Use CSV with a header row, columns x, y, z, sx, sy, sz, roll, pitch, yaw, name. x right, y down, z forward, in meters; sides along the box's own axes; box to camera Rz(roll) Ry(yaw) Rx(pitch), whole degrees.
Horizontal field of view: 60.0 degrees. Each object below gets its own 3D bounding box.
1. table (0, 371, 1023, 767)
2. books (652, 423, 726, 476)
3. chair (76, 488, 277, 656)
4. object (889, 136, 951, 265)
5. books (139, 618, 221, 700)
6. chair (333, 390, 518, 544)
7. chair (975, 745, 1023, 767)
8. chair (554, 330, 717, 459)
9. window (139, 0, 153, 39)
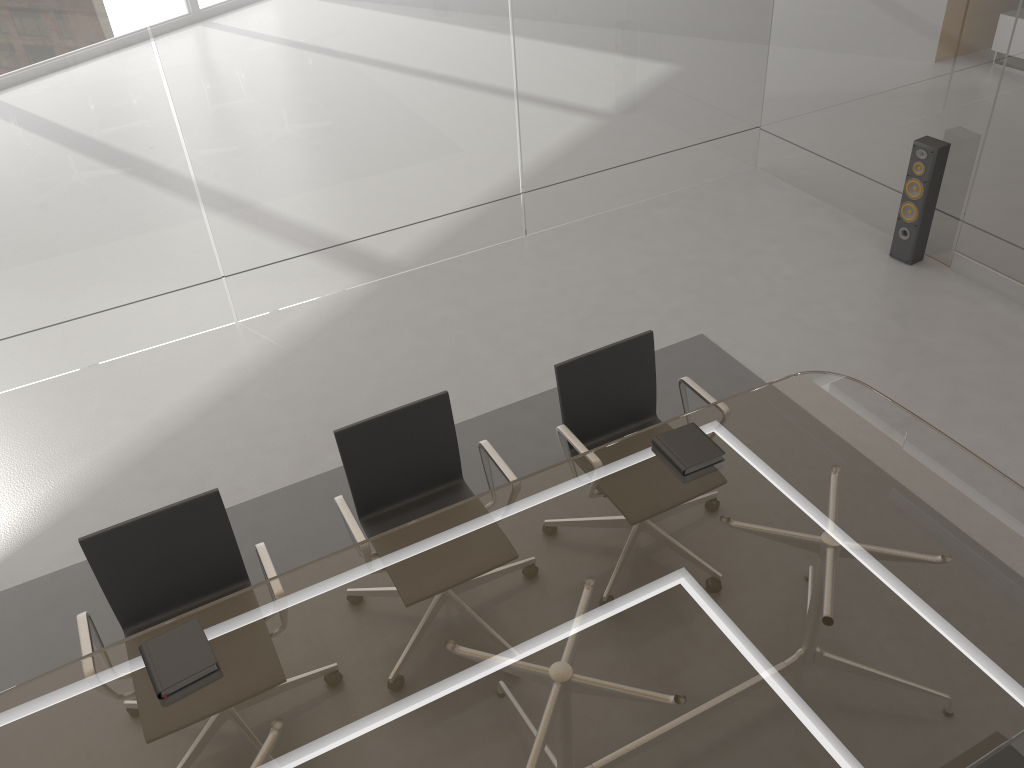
x,y,z,sx,sy,sz,roll,pitch,yaw,name
0.148,1.013,2.488,3.054,0.721,1.372,-20,39,-19,table
0.573,0.211,2.882,0.164,0.032,0.183,-19,39,-18,books
-0.939,0.861,2.744,0.731,0.805,0.710,-33,45,-32,chair
2.277,-1.018,4.978,0.124,0.706,0.152,-23,41,-23,object
-0.884,0.726,2.354,0.164,0.032,0.183,-24,41,-24,books
-0.244,0.557,3.074,0.731,0.805,0.710,-33,45,-32,chair
1.200,1.124,2.163,0.731,0.805,0.710,-32,45,-32,chair
0.508,0.331,3.292,0.731,0.805,0.710,-33,45,-32,chair
-4.725,-5.404,8.412,0.100,4.498,8.533,19,43,28,window
